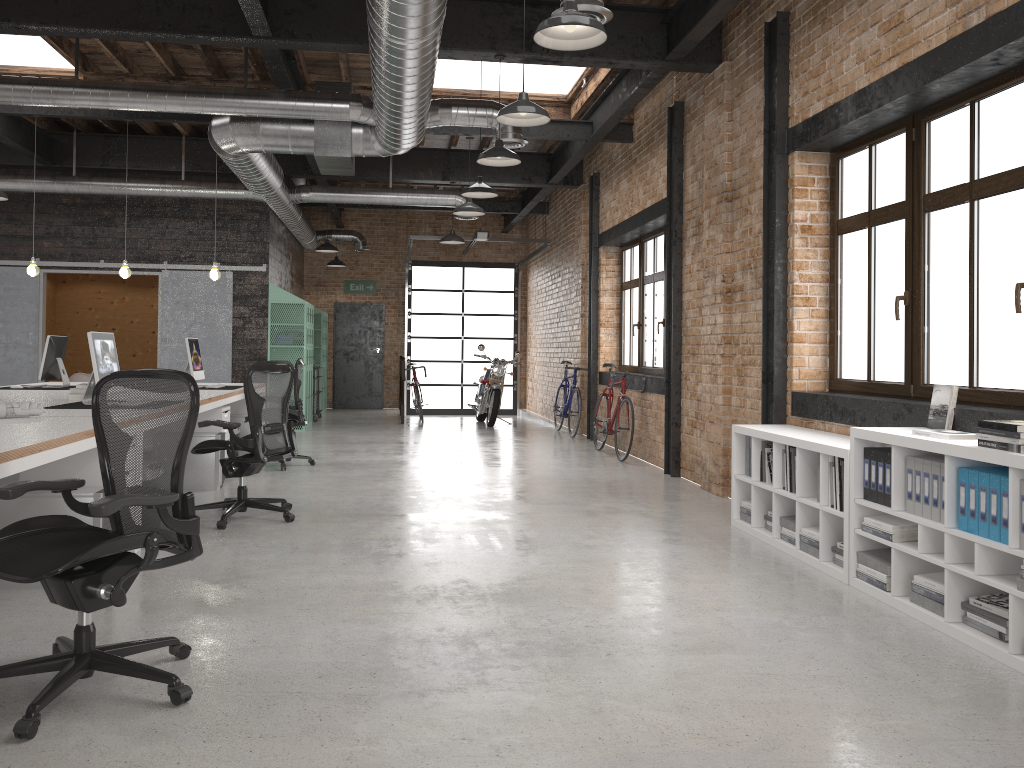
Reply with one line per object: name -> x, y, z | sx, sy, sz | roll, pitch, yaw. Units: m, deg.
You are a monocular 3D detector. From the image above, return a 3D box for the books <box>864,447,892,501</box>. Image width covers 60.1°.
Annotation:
books -> 1.884, 0.450, 4.437 | 0.232, 0.261, 0.062 | 1, -1, -8

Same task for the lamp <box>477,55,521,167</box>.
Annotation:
lamp -> -0.101, -2.229, 7.193 | 0.362, 0.857, 0.362 | 1, 0, 15

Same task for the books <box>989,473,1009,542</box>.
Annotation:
books -> 2.007, 0.486, 3.494 | 0.232, 0.261, 0.062 | 1, -1, -8

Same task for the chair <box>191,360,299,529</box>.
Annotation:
chair -> -1.846, 0.378, 6.050 | 0.792, 1.086, 0.770 | 1, 0, 1

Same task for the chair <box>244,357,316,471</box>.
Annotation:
chair -> -2.345, 0.272, 8.791 | 0.792, 1.086, 0.770 | 1, 0, -29

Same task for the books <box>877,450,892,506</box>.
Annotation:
books -> 1.902, 0.455, 4.310 | 0.232, 0.261, 0.062 | 1, -1, -8

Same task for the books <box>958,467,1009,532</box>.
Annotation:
books -> 1.981, 0.479, 3.685 | 0.232, 0.261, 0.062 | 1, -1, -8

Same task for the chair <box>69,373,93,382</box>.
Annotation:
chair -> -6.401, 0.213, 13.303 | 0.618, 0.778, 0.581 | 1, 0, -13

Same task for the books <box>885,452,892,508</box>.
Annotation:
books -> 1.910, 0.457, 4.246 | 0.232, 0.261, 0.062 | 1, -1, -8

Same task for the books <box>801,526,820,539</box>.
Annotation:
books -> 1.770, 0.826, 4.934 | 0.214, 0.052, 0.252 | 0, 2, -8

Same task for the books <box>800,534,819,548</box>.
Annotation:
books -> 1.765, 0.871, 4.944 | 0.207, 0.067, 0.275 | 0, 2, -8

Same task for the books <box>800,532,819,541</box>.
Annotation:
books -> 1.770, 0.845, 4.938 | 0.219, 0.039, 0.260 | 0, 2, -8

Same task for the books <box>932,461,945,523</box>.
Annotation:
books -> 1.966, 0.471, 3.889 | 0.232, 0.261, 0.062 | 1, -1, -8

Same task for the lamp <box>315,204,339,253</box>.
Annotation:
lamp -> -2.887, -2.746, 13.872 | 0.362, 1.339, 0.362 | 1, -1, -30

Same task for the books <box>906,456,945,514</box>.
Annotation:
books -> 1.940, 0.464, 4.080 | 0.232, 0.261, 0.062 | 1, -1, -8

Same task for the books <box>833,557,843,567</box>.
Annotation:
books -> 1.832, 0.942, 4.647 | 0.184, 0.049, 0.261 | 0, 2, -7

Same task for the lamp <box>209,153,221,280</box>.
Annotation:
lamp -> -3.194, -1.956, 9.554 | 0.123, 1.679, 0.123 | 1, -1, -10

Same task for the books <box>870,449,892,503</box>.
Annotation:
books -> 1.893, 0.453, 4.374 | 0.232, 0.261, 0.062 | 1, -1, -8

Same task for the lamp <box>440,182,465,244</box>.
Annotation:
lamp -> -0.843, -2.433, 12.585 | 0.362, 0.857, 0.362 | 1, 0, -30

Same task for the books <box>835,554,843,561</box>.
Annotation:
books -> 1.826, 0.913, 4.633 | 0.163, 0.047, 0.239 | 0, 2, -7

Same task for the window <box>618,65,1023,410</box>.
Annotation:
window -> 1.996, -0.829, 7.406 | 0.147, 1.691, 8.638 | 1, 2, -8

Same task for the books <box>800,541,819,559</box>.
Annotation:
books -> 1.770, 0.921, 4.952 | 0.217, 0.072, 0.289 | 0, 2, -8

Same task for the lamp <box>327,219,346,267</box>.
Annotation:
lamp -> -3.224, -2.839, 16.319 | 0.362, 1.339, 0.362 | 1, -1, -30

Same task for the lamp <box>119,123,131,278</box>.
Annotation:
lamp -> -4.105, -1.962, 9.429 | 0.123, 1.679, 0.123 | 1, -1, -10

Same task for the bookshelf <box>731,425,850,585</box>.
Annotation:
bookshelf -> 1.797, 0.649, 5.289 | 0.400, 0.685, 1.544 | 1, 2, -8

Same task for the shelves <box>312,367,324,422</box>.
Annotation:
shelves -> -3.418, 0.164, 14.505 | 0.567, 0.856, 0.985 | 1, 1, -8

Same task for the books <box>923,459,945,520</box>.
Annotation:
books -> 1.957, 0.469, 3.953 | 0.232, 0.261, 0.062 | 1, -1, -8

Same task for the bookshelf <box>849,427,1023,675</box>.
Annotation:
bookshelf -> 2.015, 0.650, 3.751 | 0.400, 0.800, 1.544 | 1, 1, -8

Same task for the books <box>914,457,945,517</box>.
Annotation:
books -> 1.948, 0.466, 4.017 | 0.232, 0.261, 0.062 | 1, -1, -8

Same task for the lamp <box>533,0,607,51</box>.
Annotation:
lamp -> 0.290, -2.121, 4.347 | 0.362, 0.857, 0.362 | 1, 0, 10

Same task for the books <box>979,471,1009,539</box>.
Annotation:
books -> 1.998, 0.483, 3.558 | 0.232, 0.261, 0.062 | 1, -1, -8

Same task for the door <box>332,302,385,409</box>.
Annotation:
door -> -3.038, -0.562, 17.566 | 0.998, 2.100, 0.218 | 1, -1, -8

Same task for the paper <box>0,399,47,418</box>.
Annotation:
paper -> -3.268, 0.136, 4.930 | 0.975, 0.105, 1.075 | -1, 3, -43

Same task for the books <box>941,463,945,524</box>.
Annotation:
books -> 1.975, 0.473, 3.824 | 0.232, 0.261, 0.062 | 1, -1, -8

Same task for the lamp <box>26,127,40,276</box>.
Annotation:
lamp -> -5.017, -1.969, 9.304 | 0.123, 1.679, 0.123 | 1, -1, -10

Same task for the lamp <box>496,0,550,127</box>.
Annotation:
lamp -> 0.082, -2.433, 5.887 | 0.362, 1.364, 0.362 | 1, -1, -35

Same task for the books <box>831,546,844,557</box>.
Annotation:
books -> 1.849, 0.885, 4.649 | 0.222, 0.055, 0.282 | 0, 2, -7

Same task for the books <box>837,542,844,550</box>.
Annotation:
books -> 1.848, 0.853, 4.625 | 0.199, 0.054, 0.240 | 0, 2, -7

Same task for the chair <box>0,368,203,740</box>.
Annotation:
chair -> -1.412, 0.493, 3.003 | 0.770, 1.086, 0.792 | 1, 0, 16

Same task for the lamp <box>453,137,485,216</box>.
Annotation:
lamp -> -0.477, -2.333, 9.923 | 0.362, 0.857, 0.362 | 1, 0, 10

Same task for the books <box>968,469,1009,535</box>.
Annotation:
books -> 1.989, 0.481, 3.622 | 0.232, 0.261, 0.062 | 1, -1, -8

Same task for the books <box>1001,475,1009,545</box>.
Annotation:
books -> 2.016, 0.488, 3.429 | 0.232, 0.261, 0.062 | 1, -1, -8

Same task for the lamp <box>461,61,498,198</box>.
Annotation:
lamp -> -0.310, -2.541, 8.733 | 0.362, 1.364, 0.361 | 1, -1, 0

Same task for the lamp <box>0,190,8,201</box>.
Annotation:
lamp -> -5.453, -2.368, 9.240 | 0.362, 0.857, 0.362 | 1, 0, 10
